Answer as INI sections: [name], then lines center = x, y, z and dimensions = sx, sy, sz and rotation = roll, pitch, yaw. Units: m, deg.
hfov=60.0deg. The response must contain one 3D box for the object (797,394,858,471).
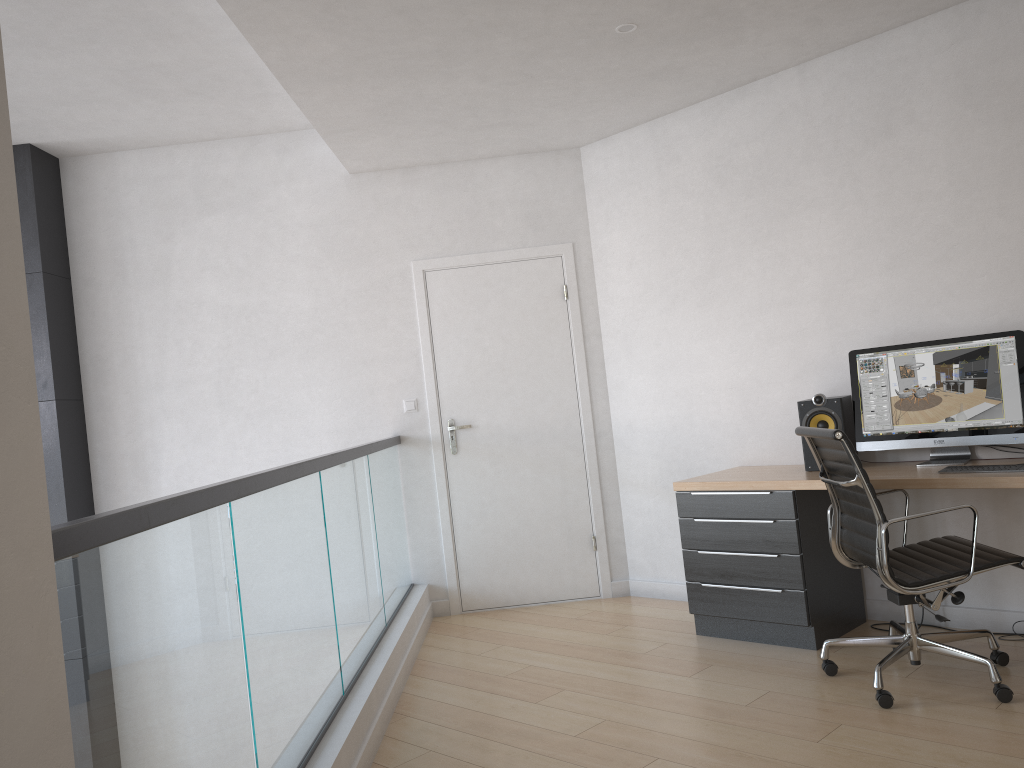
[object]
center = 1.484, 0.217, 4.166
dimensions = 0.198, 0.354, 0.249
rotation = -7, -1, 31

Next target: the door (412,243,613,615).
[door]
center = -0.002, 0.267, 5.311
dimensions = 0.974, 2.136, 0.085
rotation = -6, -1, 1

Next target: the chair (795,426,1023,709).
[chair]
center = 1.513, 0.629, 3.408
dimensions = 0.699, 0.991, 0.664
rotation = -7, -1, 7

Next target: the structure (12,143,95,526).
[structure]
center = -3.148, 1.863, 4.965
dimensions = 1.500, 6.351, 0.722
rotation = -6, -1, 1
